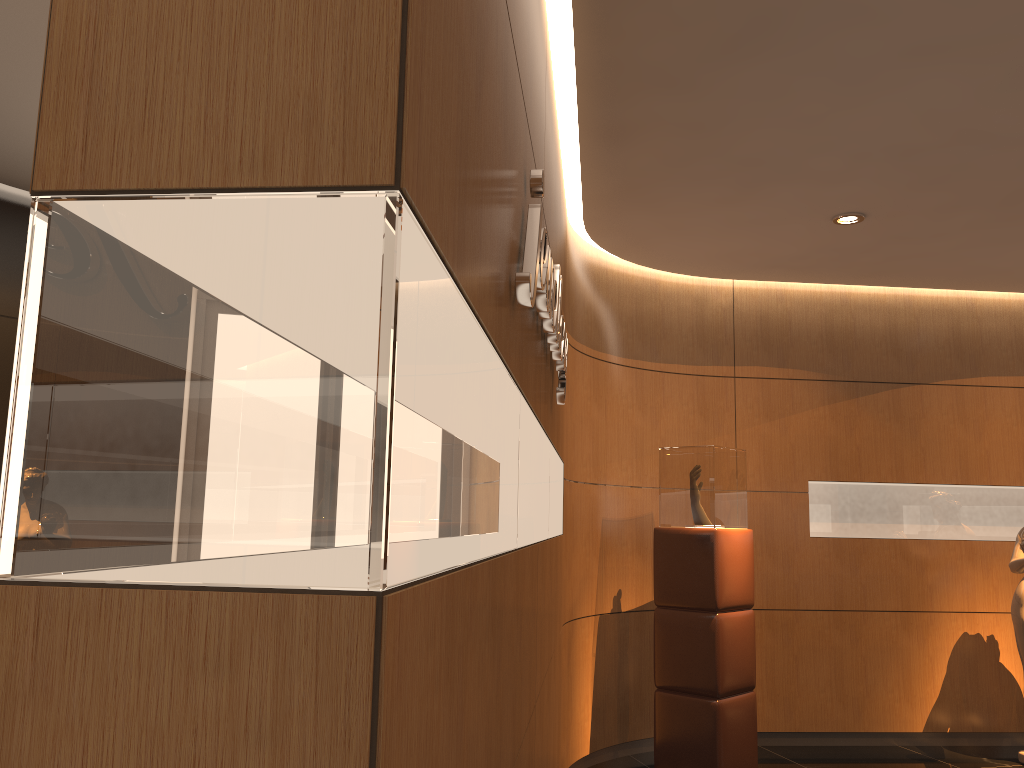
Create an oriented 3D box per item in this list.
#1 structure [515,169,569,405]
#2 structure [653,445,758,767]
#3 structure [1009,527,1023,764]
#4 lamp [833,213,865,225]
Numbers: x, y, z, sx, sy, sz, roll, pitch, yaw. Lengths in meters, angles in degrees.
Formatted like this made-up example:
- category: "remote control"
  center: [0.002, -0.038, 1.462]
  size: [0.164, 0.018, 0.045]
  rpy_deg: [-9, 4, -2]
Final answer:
- category: "structure"
  center: [0.132, -0.248, 2.991]
  size: [0.034, 0.442, 2.050]
  rpy_deg: [0, -9, 6]
- category: "structure"
  center: [1.194, 1.401, 5.517]
  size: [0.484, 2.000, 0.498]
  rpy_deg: [-7, -12, 42]
- category: "structure"
  center: [3.563, 1.593, 5.884]
  size: [0.733, 1.836, 0.477]
  rpy_deg: [4, -9, -16]
- category: "lamp"
  center: [1.967, -0.990, 5.185]
  size: [0.176, 0.068, 0.176]
  rpy_deg: [3, -9, -10]
